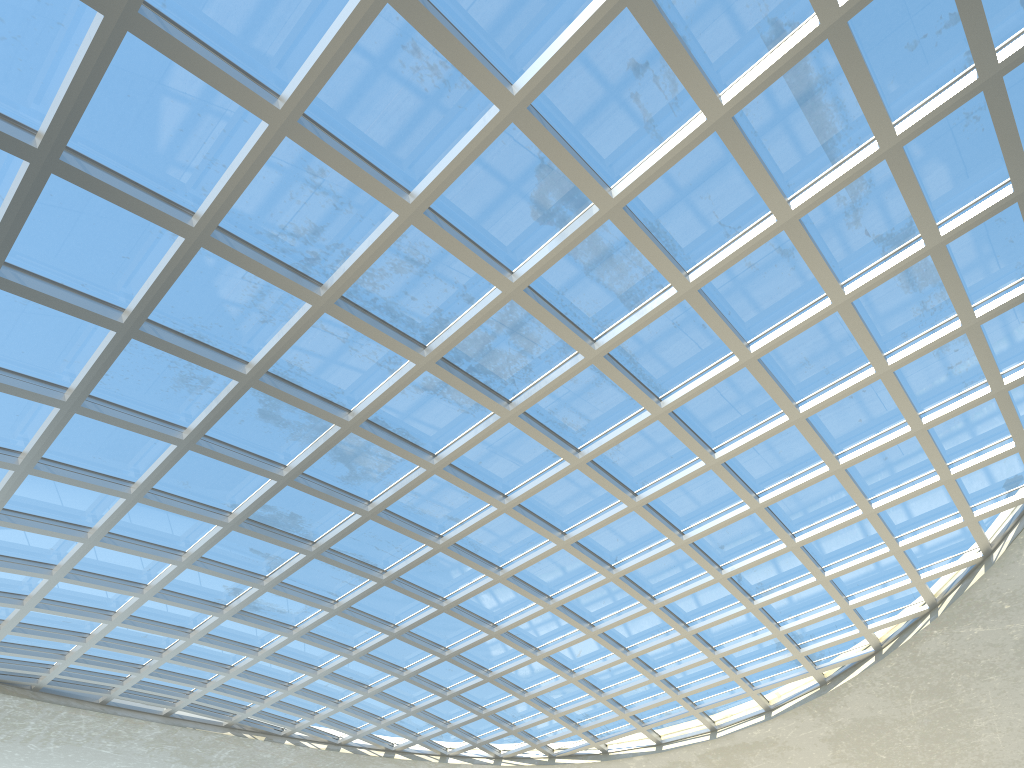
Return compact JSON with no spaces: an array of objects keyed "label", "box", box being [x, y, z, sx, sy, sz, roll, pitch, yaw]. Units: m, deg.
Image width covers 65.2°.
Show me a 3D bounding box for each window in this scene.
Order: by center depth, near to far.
[{"label":"window","box":[-6.519,12.576,48.764,85.329,9.428,86.734,-31,-48,31]}]
